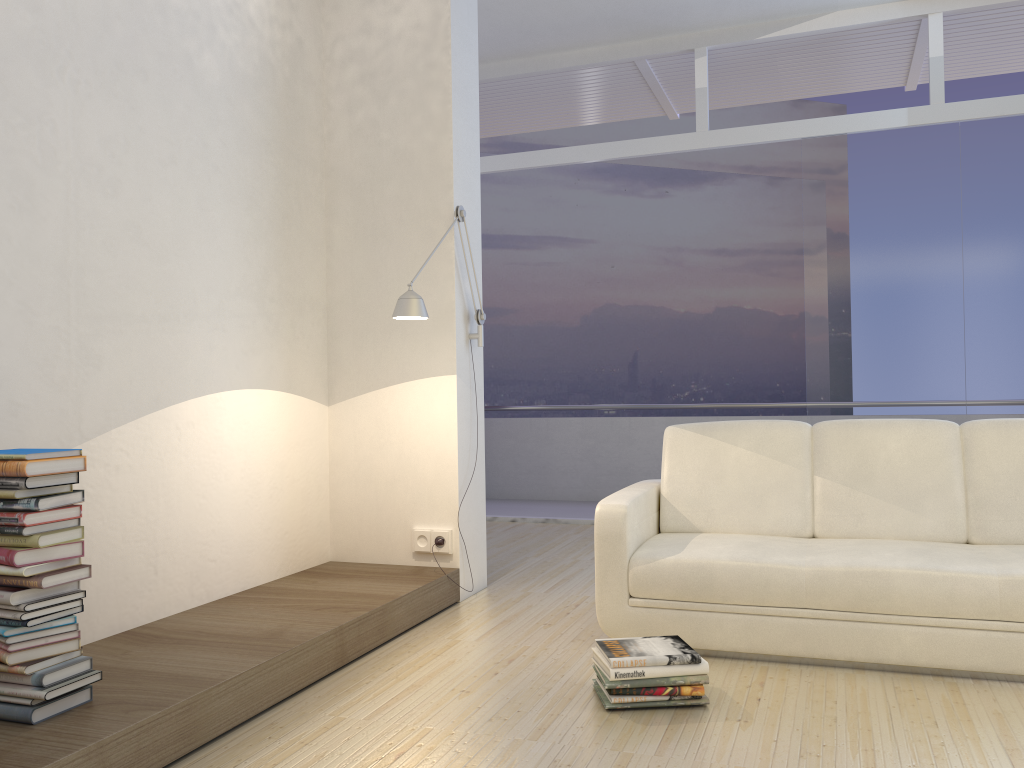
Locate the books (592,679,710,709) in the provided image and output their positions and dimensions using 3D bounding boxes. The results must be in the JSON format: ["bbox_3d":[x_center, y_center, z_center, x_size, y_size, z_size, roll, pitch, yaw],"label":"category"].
[{"bbox_3d":[0.444,0.999,2.879,0.328,0.018,0.247,-1,-1,-5],"label":"books"}]

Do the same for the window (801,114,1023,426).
[{"bbox_3d":[3.449,-0.392,5.673,2.988,2.706,0.012,-1,-1,20],"label":"window"}]

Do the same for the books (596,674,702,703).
[{"bbox_3d":[0.438,0.981,2.879,0.287,0.018,0.247,-1,-1,-7],"label":"books"}]

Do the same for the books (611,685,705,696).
[{"bbox_3d":[0.462,0.959,2.878,0.287,0.025,0.247,-1,-1,4],"label":"books"}]

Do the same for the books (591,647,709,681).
[{"bbox_3d":[0.442,0.900,2.880,0.319,0.038,0.247,-1,-1,-9],"label":"books"}]

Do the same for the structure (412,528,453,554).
[{"bbox_3d":[-0.385,0.756,4.268,0.206,0.114,0.028,-1,-1,20],"label":"structure"}]

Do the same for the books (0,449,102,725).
[{"bbox_3d":[-1.312,0.529,2.421,0.329,0.694,0.270,-1,-1,20],"label":"books"}]

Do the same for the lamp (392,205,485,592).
[{"bbox_3d":[-0.337,0.079,4.020,0.204,1.841,0.891,-1,-1,16],"label":"lamp"}]

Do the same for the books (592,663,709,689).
[{"bbox_3d":[0.443,0.932,2.880,0.328,0.027,0.247,-1,-1,-5],"label":"books"}]

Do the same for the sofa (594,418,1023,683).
[{"bbox_3d":[1.486,0.576,3.485,2.166,0.862,0.941,-1,-1,20],"label":"sofa"}]

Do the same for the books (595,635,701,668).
[{"bbox_3d":[0.436,0.868,2.880,0.287,0.025,0.247,-1,-1,-7],"label":"books"}]
